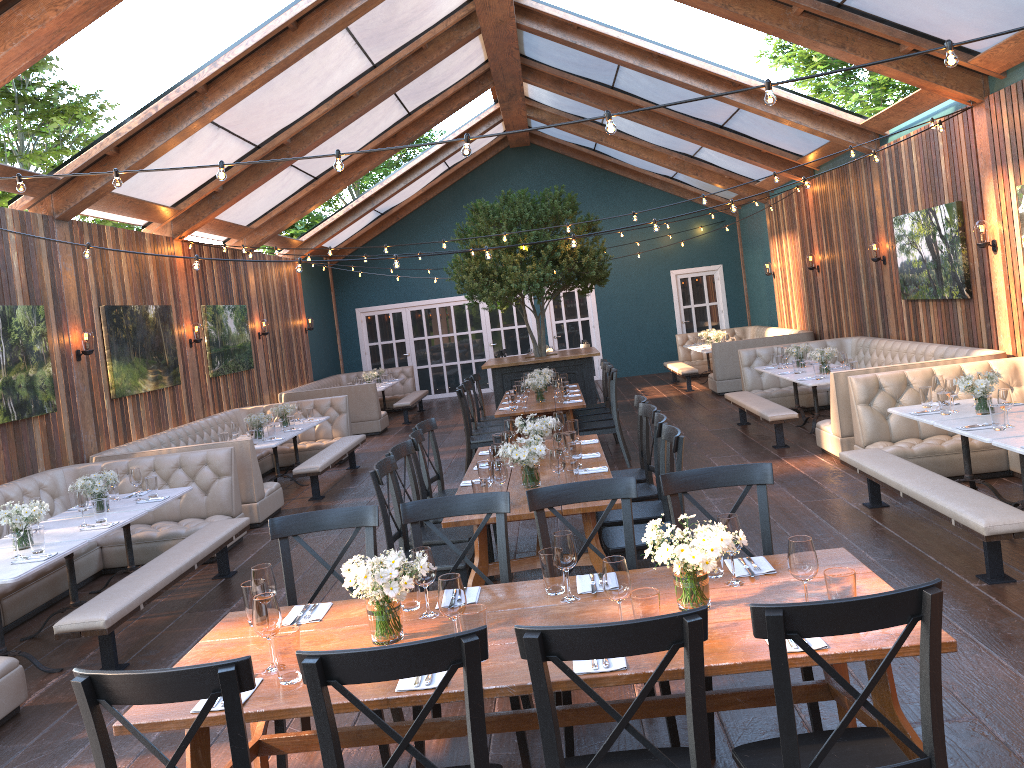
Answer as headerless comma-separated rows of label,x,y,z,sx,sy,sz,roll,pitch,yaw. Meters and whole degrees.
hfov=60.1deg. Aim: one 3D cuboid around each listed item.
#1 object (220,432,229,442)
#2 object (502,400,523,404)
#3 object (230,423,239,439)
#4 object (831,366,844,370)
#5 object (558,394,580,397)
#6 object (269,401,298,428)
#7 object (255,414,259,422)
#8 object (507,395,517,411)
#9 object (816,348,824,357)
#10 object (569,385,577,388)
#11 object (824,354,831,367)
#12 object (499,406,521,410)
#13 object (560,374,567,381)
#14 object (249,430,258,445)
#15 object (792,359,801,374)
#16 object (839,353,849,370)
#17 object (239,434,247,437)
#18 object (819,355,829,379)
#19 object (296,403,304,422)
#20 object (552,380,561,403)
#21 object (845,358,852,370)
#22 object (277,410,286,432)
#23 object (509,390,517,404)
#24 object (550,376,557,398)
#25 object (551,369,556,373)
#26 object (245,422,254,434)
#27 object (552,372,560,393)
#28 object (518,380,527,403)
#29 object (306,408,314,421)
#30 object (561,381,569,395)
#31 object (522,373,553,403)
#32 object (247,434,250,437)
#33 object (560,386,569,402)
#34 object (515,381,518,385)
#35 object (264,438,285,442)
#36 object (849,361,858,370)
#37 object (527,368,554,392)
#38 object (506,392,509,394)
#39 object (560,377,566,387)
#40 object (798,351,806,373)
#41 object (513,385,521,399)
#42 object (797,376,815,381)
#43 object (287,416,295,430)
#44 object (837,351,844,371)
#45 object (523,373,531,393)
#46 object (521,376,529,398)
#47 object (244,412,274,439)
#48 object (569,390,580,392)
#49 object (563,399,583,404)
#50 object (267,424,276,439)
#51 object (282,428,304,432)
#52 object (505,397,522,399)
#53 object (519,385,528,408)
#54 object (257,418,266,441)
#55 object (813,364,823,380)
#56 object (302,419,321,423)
object,-3.112,0.609,9.587,0.092,0.158,0.092,-7,2,-11
object,0.011,0.202,10.122,0.255,0.019,0.158,-7,5,3
object,-3.021,0.548,9.664,0.092,0.244,0.092,-7,2,6
object,3.728,-0.188,10.174,0.255,0.019,0.158,-7,5,3
object,0.651,0.134,10.029,0.255,0.019,0.158,-7,5,3
object,-2.844,0.379,11.011,0.335,0.309,0.330,-6,3,15
object,-2.990,0.477,10.458,0.092,0.244,0.092,-8,2,-39
object,0.005,0.198,9.354,0.091,0.158,0.092,-5,3,39
object,3.583,-0.293,10.272,0.092,0.244,0.092,-8,2,-39
object,0.694,0.033,11.148,0.255,0.019,0.158,-7,5,3
object,3.678,-0.266,10.334,0.092,0.158,0.092,-7,2,-11
object,-0.015,0.255,9.540,0.255,0.019,0.158,-7,5,3
object,0.668,-0.048,11.316,0.091,0.158,0.092,-6,2,29
object,-2.769,0.576,9.490,0.091,0.158,0.092,-5,3,39
object,3.252,-0.196,10.102,0.092,0.158,0.092,-7,2,-11
object,3.492,-0.199,9.294,0.092,0.244,0.092,-8,2,-39
object,-3.110,0.596,10.557,0.255,0.019,0.158,-7,5,3
object,3.307,-0.183,9.367,0.092,0.244,0.092,-7,2,6
object,-2.721,0.367,11.372,0.092,0.244,0.092,-8,2,-39
object,0.489,0.080,9.560,0.092,0.244,0.093,-6,2,28
object,3.646,-0.199,9.584,0.092,0.158,0.092,-7,2,-11
object,-2.749,0.439,10.559,0.092,0.244,0.092,-8,2,-39
object,0.016,0.147,9.939,0.091,0.158,0.092,-6,2,29
object,0.482,0.031,10.131,0.092,0.244,0.093,-5,2,45
object,0.525,-0.070,11.260,0.092,0.244,0.092,-7,2,-17
object,-2.835,0.533,9.580,0.092,0.244,0.092,-8,2,-39
object,0.535,-0.018,10.659,0.092,0.244,0.092,-7,1,0
object,0.123,0.083,10.028,0.092,0.244,0.092,-7,2,6
object,-2.605,0.392,11.420,0.092,0.158,0.092,-7,2,-11
object,0.619,0.053,10.194,0.092,0.158,0.091,-8,2,-31
object,0.290,0.047,9.839,0.328,0.309,0.338,-4,4,40
object,-3.082,0.537,10.388,0.092,0.158,0.092,-7,2,-11
object,0.572,0.108,9.618,0.091,0.158,0.092,-5,3,39
object,0.086,0.044,11.046,0.091,0.158,0.092,-6,2,19
object,-2.630,0.611,9.710,0.255,0.019,0.158,-7,5,3
object,3.558,-0.156,9.205,0.091,0.158,0.092,-5,3,39
object,0.363,-0.051,10.885,0.336,0.309,0.330,-7,3,-2
object,0.051,0.102,11.236,0.255,0.019,0.158,-7,5,3
object,0.614,0.004,10.730,0.091,0.158,0.092,-6,2,29
object,3.337,-0.254,10.163,0.092,0.244,0.092,-8,2,-39
object,0.063,0.097,10.457,0.091,0.158,0.092,-7,2,9
object,3.188,-0.064,9.469,0.255,0.019,0.158,-7,5,3
object,-2.648,0.465,10.626,0.092,0.158,0.092,-7,2,-11
object,3.551,-0.225,9.522,0.092,0.244,0.092,-8,2,-39
object,0.192,-0.018,11.121,0.092,0.244,0.092,-8,2,-39
object,0.158,0.037,10.529,0.092,0.244,0.092,-7,1,0
object,-2.883,0.466,10.053,0.335,0.309,0.330,-6,3,19
object,0.681,0.088,10.566,0.255,0.019,0.158,-7,5,3
object,0.626,0.187,9.443,0.255,0.019,0.158,-7,5,3
object,-2.680,0.533,9.870,0.092,0.158,0.092,-7,2,-11
object,-2.599,0.543,10.460,0.255,0.019,0.158,-7,5,3
object,0.044,0.155,10.633,0.255,0.019,0.158,-7,5,3
object,0.122,0.134,9.437,0.092,0.244,0.092,-7,2,6
object,-2.775,0.507,9.808,0.092,0.244,0.092,-8,2,-39
object,3.222,-0.124,9.306,0.092,0.158,0.092,-7,2,-11
object,-2.564,0.471,11.252,0.255,0.019,0.158,-7,5,3
